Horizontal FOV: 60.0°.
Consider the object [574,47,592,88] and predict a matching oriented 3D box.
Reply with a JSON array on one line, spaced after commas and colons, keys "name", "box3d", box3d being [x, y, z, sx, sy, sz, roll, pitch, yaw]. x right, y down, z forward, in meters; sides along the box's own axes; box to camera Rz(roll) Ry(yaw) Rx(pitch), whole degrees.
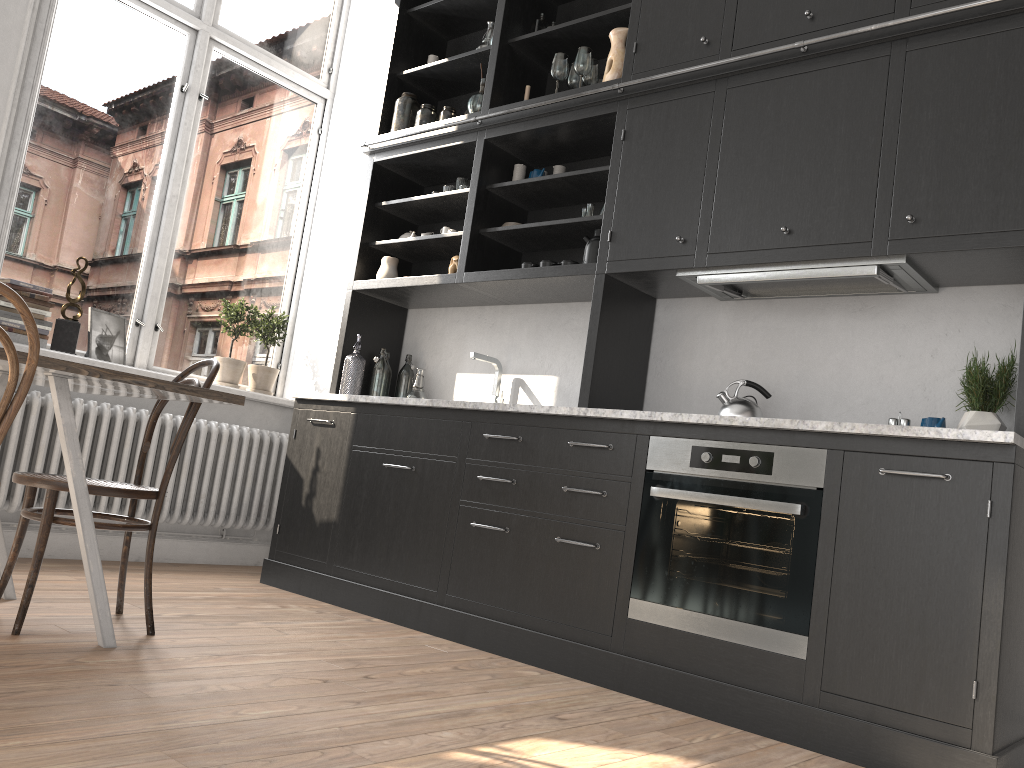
[{"name": "object", "box3d": [0.312, -1.385, 3.955, 0.083, 0.221, 0.083, 8, -7, -2]}]

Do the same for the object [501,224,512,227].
[{"name": "object", "box3d": [-2.350, -0.364, 2.391, 5.833, 1.840, 0.792, 15, -9, -43]}]

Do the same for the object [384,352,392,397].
[{"name": "object", "box3d": [-0.688, -0.022, 4.721, 0.086, 0.301, 0.086, 13, -8, -34]}]

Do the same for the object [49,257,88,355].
[{"name": "object", "box3d": [-2.115, -0.380, 4.265, 0.122, 0.487, 0.102, 11, -7, -24]}]

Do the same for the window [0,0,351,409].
[{"name": "window", "box3d": [0.588, -4.694, 12.011, 26.393, 15.920, 14.401, 2, -9, 41]}]

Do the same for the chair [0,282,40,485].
[{"name": "chair", "box3d": [-1.444, 0.199, 2.096, 0.438, 0.920, 0.549, 13, -8, -37]}]

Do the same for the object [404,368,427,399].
[{"name": "object", "box3d": [-0.490, 0.031, 4.597, 0.120, 0.219, 0.132, 2, -9, 41]}]

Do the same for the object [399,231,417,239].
[{"name": "object", "box3d": [-0.546, -0.767, 4.734, 0.125, 0.100, 0.140, 5, -7, 22]}]

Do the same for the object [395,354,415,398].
[{"name": "object", "box3d": [-0.567, -0.007, 4.699, 0.086, 0.301, 0.086, 9, -7, -3]}]

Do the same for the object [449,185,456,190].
[{"name": "object", "box3d": [-0.310, -0.972, 4.613, 0.060, 0.107, 0.060, 7, -7, 9]}]

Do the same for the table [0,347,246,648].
[{"name": "table", "box3d": [-1.983, 0.203, 2.190, 1.100, 0.779, 2.203, 2, -9, 41]}]

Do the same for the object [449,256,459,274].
[{"name": "object", "box3d": [-0.272, -0.562, 4.302, 0.070, 0.123, 0.173, 10, -7, -16]}]

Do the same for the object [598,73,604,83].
[{"name": "object", "box3d": [0.393, -1.346, 4.180, 0.083, 0.221, 0.083, 10, -7, -17]}]

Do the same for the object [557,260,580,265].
[{"name": "object", "box3d": [0.253, -0.509, 3.857, 0.104, 0.059, 0.088, 14, -9, -40]}]

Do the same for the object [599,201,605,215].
[{"name": "object", "box3d": [0.418, -0.770, 3.830, 0.083, 0.157, 0.084, 5, -7, 25]}]

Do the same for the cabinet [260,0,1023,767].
[{"name": "cabinet", "box3d": [0.429, -0.688, 3.704, 3.250, 3.580, 0.635, 2, -9, 41]}]

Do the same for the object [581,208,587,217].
[{"name": "object", "box3d": [0.324, -0.735, 3.958, 0.058, 0.094, 0.058, 9, -7, -9]}]

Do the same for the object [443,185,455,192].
[{"name": "object", "box3d": [-0.325, -0.967, 4.517, 0.064, 0.069, 0.064, 8, -7, -1]}]

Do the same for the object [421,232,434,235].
[{"name": "object", "box3d": [-0.444, -0.772, 4.611, 0.055, 0.047, 0.058, 13, -8, -34]}]

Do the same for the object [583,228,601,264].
[{"name": "object", "box3d": [0.374, -0.566, 3.798, 0.124, 0.191, 0.129, 11, -7, -21]}]

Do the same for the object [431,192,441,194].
[{"name": "object", "box3d": [-0.385, -0.957, 4.575, 0.071, 0.047, 0.072, 9, -7, -11]}]

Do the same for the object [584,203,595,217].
[{"name": "object", "box3d": [0.340, -0.742, 3.887, 0.058, 0.094, 0.058, 9, -7, -9]}]

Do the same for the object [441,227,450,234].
[{"name": "object", "box3d": [-0.338, -0.767, 4.508, 0.039, 0.055, 0.049, 12, -8, -28]}]

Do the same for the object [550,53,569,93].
[{"name": "object", "box3d": [0.211, -1.389, 4.039, 0.083, 0.221, 0.083, 10, -7, -17]}]

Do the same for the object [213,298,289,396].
[{"name": "object", "box3d": [-1.486, -0.216, 5.006, 0.234, 0.523, 0.500, 4, -8, 30]}]

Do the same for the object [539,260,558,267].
[{"name": "object", "box3d": [0.164, -0.516, 3.907, 0.104, 0.059, 0.088, 6, -7, 20]}]

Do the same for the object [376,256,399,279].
[{"name": "object", "box3d": [-0.647, -0.584, 4.650, 0.115, 0.144, 0.127, 6, -7, 20]}]

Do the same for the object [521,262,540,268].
[{"name": "object", "box3d": [0.084, -0.518, 3.986, 0.104, 0.059, 0.088, 4, -8, 30]}]

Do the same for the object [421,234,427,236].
[{"name": "object", "box3d": [-0.448, -0.753, 4.608, 0.055, 0.033, 0.058, 6, -7, 16]}]

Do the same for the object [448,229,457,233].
[{"name": "object", "box3d": [-0.306, -0.745, 4.446, 0.049, 0.054, 0.039, 11, -7, -23]}]

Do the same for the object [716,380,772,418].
[{"name": "object", "box3d": [0.852, 0.075, 3.288, 0.171, 0.185, 0.171, 13, -8, -38]}]

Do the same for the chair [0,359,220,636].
[{"name": "chair", "box3d": [-1.317, 0.316, 2.896, 0.549, 0.920, 0.438, 13, -8, -36]}]

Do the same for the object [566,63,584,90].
[{"name": "object", "box3d": [0.290, -1.370, 4.106, 0.083, 0.221, 0.083, 4, -8, 33]}]

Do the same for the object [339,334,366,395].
[{"name": "object", "box3d": [-0.810, -0.087, 4.554, 0.109, 0.349, 0.109, 5, -7, 22]}]

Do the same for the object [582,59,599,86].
[{"name": "object", "box3d": [0.352, -1.368, 4.051, 0.083, 0.221, 0.083, 3, -9, 40]}]

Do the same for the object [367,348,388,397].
[{"name": "object", "box3d": [-0.689, -0.037, 4.597, 0.086, 0.301, 0.086, 5, -7, 27]}]

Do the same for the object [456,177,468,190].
[{"name": "object", "box3d": [-0.259, -0.981, 4.481, 0.060, 0.107, 0.060, 11, -7, -21]}]
